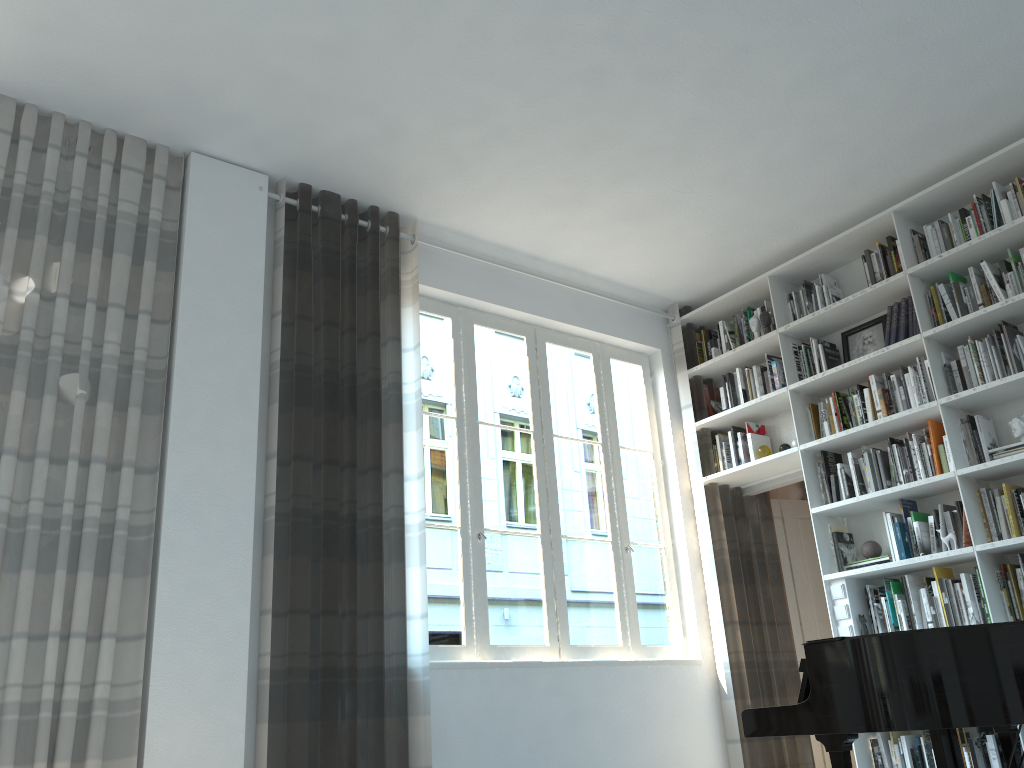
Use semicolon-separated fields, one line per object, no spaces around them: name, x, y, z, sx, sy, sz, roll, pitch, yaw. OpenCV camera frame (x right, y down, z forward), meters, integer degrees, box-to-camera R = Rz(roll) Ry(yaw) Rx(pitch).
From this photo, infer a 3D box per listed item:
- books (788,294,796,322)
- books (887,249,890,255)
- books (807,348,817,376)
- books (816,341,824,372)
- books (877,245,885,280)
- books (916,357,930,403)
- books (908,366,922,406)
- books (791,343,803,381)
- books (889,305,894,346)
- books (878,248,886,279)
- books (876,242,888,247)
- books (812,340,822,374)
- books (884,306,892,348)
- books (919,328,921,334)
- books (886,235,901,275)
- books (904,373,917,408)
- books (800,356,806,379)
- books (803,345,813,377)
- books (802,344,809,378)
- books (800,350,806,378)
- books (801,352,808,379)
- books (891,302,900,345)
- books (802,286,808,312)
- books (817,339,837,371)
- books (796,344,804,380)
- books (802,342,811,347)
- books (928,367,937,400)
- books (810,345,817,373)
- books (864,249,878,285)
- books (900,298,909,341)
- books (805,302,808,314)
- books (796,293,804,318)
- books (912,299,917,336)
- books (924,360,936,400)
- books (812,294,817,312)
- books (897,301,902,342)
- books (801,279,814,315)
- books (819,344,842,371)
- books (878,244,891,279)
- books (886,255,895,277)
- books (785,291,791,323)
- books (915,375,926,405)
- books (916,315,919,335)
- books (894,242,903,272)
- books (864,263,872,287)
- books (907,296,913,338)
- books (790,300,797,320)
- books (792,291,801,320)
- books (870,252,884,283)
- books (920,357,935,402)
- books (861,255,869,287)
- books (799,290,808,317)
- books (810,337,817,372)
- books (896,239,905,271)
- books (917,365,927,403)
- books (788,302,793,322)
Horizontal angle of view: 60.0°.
books;1.775;-0.423;5.463;0.156;0.257;0.007;12;-26;-35
books;2.174;-0.631;4.988;0.129;0.253;0.013;12;-26;-35
books;1.829;-0.093;5.252;0.186;0.218;0.018;12;-26;-35
books;1.867;-0.124;5.223;0.168;0.249;0.011;12;-26;-35
books;2.139;-0.637;5.007;0.167;0.282;0.013;12;-26;-35
books;2.214;0.010;4.674;0.182;0.289;0.012;12;-26;-35
books;2.188;0.042;4.714;0.174;0.262;0.022;12;-26;-35
books;1.768;-0.093;5.345;0.184;0.291;0.005;12;-26;-35
books;2.149;-0.280;4.904;0.174;0.278;0.110;12;-26;-35
books;2.136;-0.633;4.989;0.157;0.262;0.010;12;-26;-35
books;2.142;-0.647;5.032;0.137;0.319;0.014;12;-26;-35
books;1.850;-0.124;5.231;0.183;0.257;0.023;12;-26;-35
books;2.129;-0.274;4.916;0.174;0.278;0.110;12;-26;-35
books;2.242;-0.345;4.767;0.174;0.284;0.079;12;-26;-35
books;2.171;-0.672;4.941;0.163;0.296;0.025;12;-26;-35
books;2.174;0.066;4.728;0.172;0.230;0.031;12;-26;-35
books;1.796;-0.058;5.319;0.172;0.206;0.015;12;-26;-35
books;1.811;-0.100;5.271;0.189;0.245;0.004;12;-26;-35
books;1.811;-0.099;5.293;0.184;0.259;0.009;12;-26;-35
books;1.801;-0.080;5.295;0.184;0.227;0.009;12;-26;-35
books;1.797;-0.078;5.282;0.186;0.213;0.004;12;-26;-35
books;2.149;-0.290;4.877;0.174;0.278;0.110;12;-26;-35
books;1.836;-0.463;5.372;0.154;0.260;0.016;12;-26;-35
books;1.873;-0.130;5.214;0.166;0.253;0.012;12;-26;-35
books;1.784;-0.093;5.339;0.148;0.286;0.007;12;-26;-35
books;1.808;-0.103;5.320;0.144;0.288;0.006;12;-26;-35
books;2.253;0.022;4.589;0.236;0.201;0.039;12;-26;-35
books;1.844;-0.107;5.254;0.153;0.243;0.019;12;-26;-35
books;2.095;-0.617;5.046;0.188;0.278;0.024;12;-26;-35
books;2.178;-0.310;4.838;0.174;0.281;0.097;12;-26;-35
books;1.839;-0.424;5.378;0.146;0.191;0.014;12;-26;-35
books;1.810;-0.432;5.398;0.177;0.224;0.013;12;-26;-35
books;2.230;-0.327;4.811;0.174;0.284;0.079;12;-26;-35
books;2.250;0.010;4.641;0.178;0.262;0.035;12;-26;-35
books;1.865;-0.440;5.328;0.161;0.182;0.026;12;-26;-35
books;2.176;-0.295;4.870;0.174;0.278;0.110;12;-26;-35
books;1.835;-0.482;5.349;0.190;0.278;0.015;12;-26;-35
books;1.875;-0.117;5.193;0.185;0.213;0.012;12;-26;-35
books;2.143;-0.642;4.983;0.184;0.273;0.011;12;-26;-35
books;2.167;-0.612;4.948;0.177;0.189;0.027;12;-26;-35
books;1.762;-0.427;5.487;0.159;0.284;0.007;12;-26;-35
books;2.211;0.065;4.698;0.172;0.205;0.013;12;-26;-35
books;2.240;-0.336;4.792;0.174;0.284;0.079;12;-26;-35
books;2.205;-0.659;4.931;0.152;0.259;0.022;12;-26;-35
books;2.085;-0.579;5.057;0.153;0.217;0.028;12;-26;-35
books;2.213;-0.321;4.826;0.174;0.284;0.079;12;-26;-35
books;1.788;-0.406;5.440;0.158;0.209;0.033;12;-26;-35
books;1.794;-0.433;5.425;0.180;0.248;0.012;12;-26;-35
books;2.110;-0.612;5.020;0.155;0.248;0.028;12;-26;-35
books;2.234;0.008;4.669;0.169;0.288;0.022;12;-26;-35
books;2.081;-0.598;5.090;0.151;0.276;0.013;12;-26;-35
books;1.822;-0.445;5.393;0.156;0.242;0.016;12;-26;-35
books;1.849;-0.129;5.251;0.191;0.280;0.005;12;-26;-35
books;2.210;-0.667;4.903;0.178;0.253;0.031;12;-26;-35
books;2.228;0.033;4.700;0.155;0.265;0.025;12;-26;-35
books;1.765;-0.394;5.459;0.142;0.203;0.017;12;-26;-35
